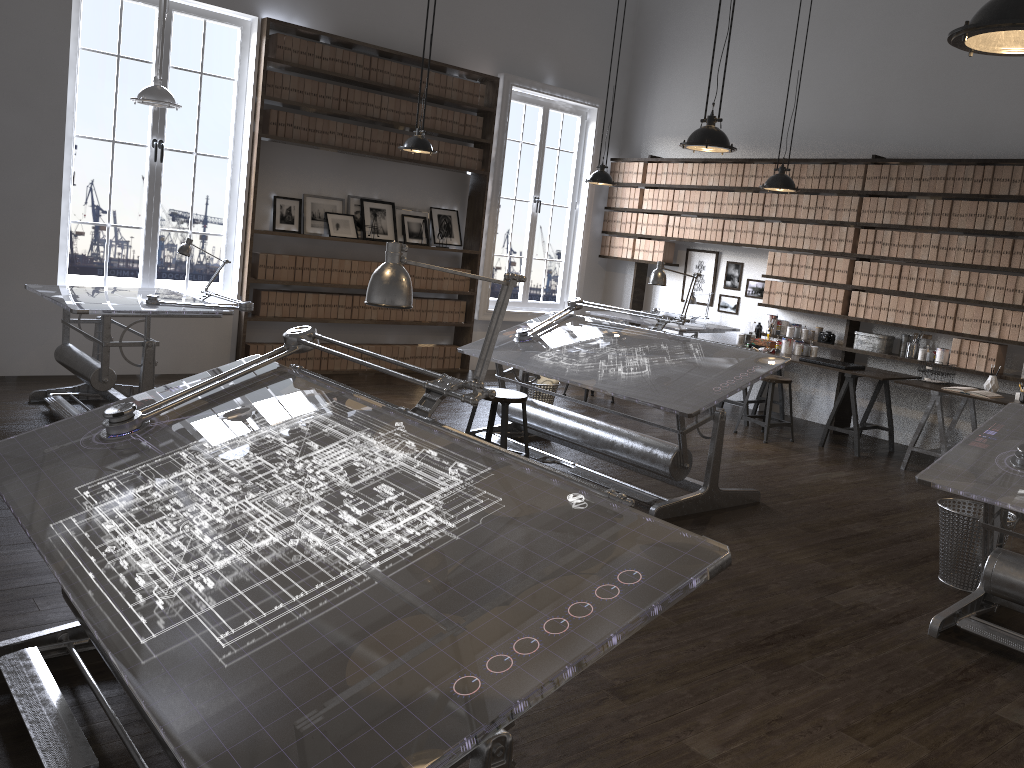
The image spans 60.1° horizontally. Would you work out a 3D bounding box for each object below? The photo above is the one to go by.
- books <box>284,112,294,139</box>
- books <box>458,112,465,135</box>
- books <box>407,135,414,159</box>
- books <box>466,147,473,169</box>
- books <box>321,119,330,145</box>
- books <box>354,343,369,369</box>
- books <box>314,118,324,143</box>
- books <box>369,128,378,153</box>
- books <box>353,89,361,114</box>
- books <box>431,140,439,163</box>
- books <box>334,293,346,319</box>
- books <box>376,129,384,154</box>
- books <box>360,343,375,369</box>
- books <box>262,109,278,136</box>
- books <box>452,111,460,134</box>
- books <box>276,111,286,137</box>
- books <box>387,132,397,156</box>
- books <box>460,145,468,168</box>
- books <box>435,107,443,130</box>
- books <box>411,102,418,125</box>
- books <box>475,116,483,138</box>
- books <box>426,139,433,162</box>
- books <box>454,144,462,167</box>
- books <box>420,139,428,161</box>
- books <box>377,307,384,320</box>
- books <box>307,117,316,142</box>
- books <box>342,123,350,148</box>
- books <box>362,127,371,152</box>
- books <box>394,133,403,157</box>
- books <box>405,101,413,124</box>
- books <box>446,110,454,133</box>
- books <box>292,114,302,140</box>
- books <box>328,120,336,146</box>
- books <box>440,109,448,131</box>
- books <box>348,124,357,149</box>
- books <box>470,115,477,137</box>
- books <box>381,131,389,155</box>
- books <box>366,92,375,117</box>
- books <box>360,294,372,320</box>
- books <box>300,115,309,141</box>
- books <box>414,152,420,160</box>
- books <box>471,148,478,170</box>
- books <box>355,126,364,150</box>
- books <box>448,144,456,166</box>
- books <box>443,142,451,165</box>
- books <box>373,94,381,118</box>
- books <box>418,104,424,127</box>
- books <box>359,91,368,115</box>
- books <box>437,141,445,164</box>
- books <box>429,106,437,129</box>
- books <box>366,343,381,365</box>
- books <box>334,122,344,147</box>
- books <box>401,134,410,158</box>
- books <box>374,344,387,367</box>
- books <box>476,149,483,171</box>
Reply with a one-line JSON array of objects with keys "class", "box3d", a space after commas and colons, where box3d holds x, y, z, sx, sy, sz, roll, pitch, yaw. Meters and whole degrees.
[{"class": "books", "box3d": [-1.975, -2.244, 7.706, 0.066, 0.224, 0.176, 1, 9, -40]}, {"class": "books", "box3d": [-0.553, -2.586, 8.834, 0.066, 0.224, 0.176, 1, 9, -40]}, {"class": "books", "box3d": [-1.011, -2.269, 8.513, 0.066, 0.224, 0.175, 1, 9, -40]}, {"class": "books", "box3d": [-0.479, -2.282, 8.951, 0.067, 0.224, 0.176, 1, 9, -40]}, {"class": "books", "box3d": [-1.708, -2.250, 7.927, 0.066, 0.224, 0.176, 1, 9, -40]}, {"class": "books", "box3d": [-1.464, -0.266, 8.539, 0.067, 0.224, 0.176, 1, 9, -40]}, {"class": "books", "box3d": [-1.756, -2.248, 7.881, 0.067, 0.224, 0.176, 1, 9, -40]}, {"class": "books", "box3d": [-1.329, -2.259, 8.238, 0.067, 0.224, 0.176, 1, 9, -40]}, {"class": "books", "box3d": [-1.454, -2.562, 8.076, 0.066, 0.224, 0.176, 1, 9, -40]}, {"class": "books", "box3d": [-0.804, -2.274, 8.683, 0.066, 0.224, 0.176, 1, 9, -40]}, {"class": "books", "box3d": [-1.636, -0.734, 8.298, 0.066, 0.224, 0.175, 1, 9, -40]}, {"class": "books", "box3d": [-1.283, -2.261, 8.282, 0.066, 0.224, 0.176, 1, 9, -40]}, {"class": "books", "box3d": [-1.410, -0.268, 8.587, 0.066, 0.224, 0.176, 1, 9, -40]}, {"class": "books", "box3d": [-2.089, -2.240, 7.610, 0.066, 0.224, 0.176, 1, 9, -40]}, {"class": "books", "box3d": [-0.605, -2.584, 8.785, 0.066, 0.224, 0.175, 1, 9, -40]}, {"class": "books", "box3d": [-2.029, -2.241, 7.653, 0.067, 0.224, 0.176, 1, 9, -40]}, {"class": "books", "box3d": [-1.174, -2.264, 8.370, 0.067, 0.224, 0.176, 1, 9, -40]}, {"class": "books", "box3d": [-0.530, -2.280, 8.908, 0.066, 0.224, 0.176, 1, 9, -40]}, {"class": "books", "box3d": [-0.764, -2.579, 8.649, 0.067, 0.224, 0.176, 1, 9, -40]}, {"class": "books", "box3d": [-0.976, -2.575, 8.478, 0.066, 0.224, 0.176, 1, 9, -40]}, {"class": "books", "box3d": [-0.379, -2.591, 8.977, 0.066, 0.224, 0.176, 1, 9, -40]}, {"class": "books", "box3d": [-0.853, -2.273, 8.644, 0.066, 0.224, 0.176, 1, 9, -40]}, {"class": "books", "box3d": [-0.588, -2.280, 8.864, 0.066, 0.224, 0.175, 1, 9, -40]}, {"class": "books", "box3d": [-0.902, -2.271, 8.597, 0.067, 0.224, 0.176, 1, 9, -40]}, {"class": "books", "box3d": [-1.312, -0.743, 8.577, 0.066, 0.224, 0.175, 1, 9, -40]}, {"class": "books", "box3d": [-1.811, -2.248, 7.842, 0.066, 0.224, 0.176, 1, 9, -40]}, {"class": "books", "box3d": [-1.550, -2.254, 8.060, 0.066, 0.224, 0.176, 1, 9, -40]}, {"class": "books", "box3d": [-1.385, -2.258, 8.192, 0.066, 0.224, 0.176, 1, 9, -40]}, {"class": "books", "box3d": [-1.121, -2.266, 8.422, 0.066, 0.224, 0.176, 1, 9, -40]}, {"class": "books", "box3d": [-1.031, -2.574, 8.435, 0.066, 0.224, 0.175, 1, 9, -40]}, {"class": "books", "box3d": [-0.662, -2.583, 8.743, 0.066, 0.224, 0.175, 1, 9, -40]}, {"class": "books", "box3d": [-1.917, -2.244, 7.748, 0.066, 0.224, 0.175, 1, 9, -40]}, {"class": "books", "box3d": [-1.659, -2.251, 7.967, 0.066, 0.224, 0.176, 1, 9, -40]}, {"class": "books", "box3d": [-0.716, -2.582, 8.697, 0.066, 0.224, 0.176, 1, 9, -40]}, {"class": "books", "box3d": [-1.498, -2.256, 8.106, 0.066, 0.224, 0.175, 1, 9, -40]}, {"class": "books", "box3d": [-0.439, -2.589, 8.930, 0.066, 0.224, 0.176, 1, 9, -40]}, {"class": "books", "box3d": [-1.235, -2.263, 8.326, 0.066, 0.224, 0.176, 1, 9, -40]}, {"class": "books", "box3d": [-1.347, -2.564, 8.160, 0.066, 0.224, 0.176, 1, 9, -40]}, {"class": "books", "box3d": [-1.416, -0.739, 8.480, 0.066, 0.224, 0.176, 1, 9, -40]}, {"class": "books", "box3d": [-1.866, -2.246, 7.796, 0.066, 0.224, 0.175, 1, 9, -40]}, {"class": "books", "box3d": [-0.957, -2.270, 8.558, 0.066, 0.224, 0.176, 1, 9, -40]}, {"class": "books", "box3d": [-0.434, -2.284, 8.995, 0.066, 0.224, 0.176, 1, 9, -40]}, {"class": "books", "box3d": [-1.442, -2.257, 8.148, 0.066, 0.224, 0.175, 1, 9, -40]}, {"class": "books", "box3d": [-0.644, -2.279, 8.822, 0.066, 0.224, 0.175, 1, 9, -40]}, {"class": "books", "box3d": [-0.696, -2.277, 8.776, 0.066, 0.224, 0.176, 1, 9, -40]}, {"class": "books", "box3d": [-1.294, -2.566, 8.209, 0.066, 0.224, 0.175, 1, 9, -40]}, {"class": "books", "box3d": [-0.920, -2.576, 8.520, 0.067, 0.224, 0.176, 1, 9, -40]}, {"class": "books", "box3d": [-1.402, -2.563, 8.114, 0.067, 0.224, 0.176, 1, 9, -40]}, {"class": "books", "box3d": [-0.748, -2.275, 8.728, 0.067, 0.224, 0.176, 1, 9, -40]}, {"class": "books", "box3d": [-0.818, -2.579, 8.610, 0.066, 0.224, 0.176, 1, 9, -40]}, {"class": "books", "box3d": [-1.363, -0.270, 8.629, 0.066, 0.224, 0.176, 1, 9, -40]}, {"class": "books", "box3d": [-1.602, -2.252, 8.012, 0.067, 0.224, 0.176, 1, 9, -40]}, {"class": "books", "box3d": [-1.063, -2.267, 8.464, 0.066, 0.224, 0.175, 1, 9, -40]}, {"class": "books", "box3d": [-1.309, -0.270, 8.668, 0.067, 0.224, 0.176, 1, 9, -40]}, {"class": "books", "box3d": [-0.381, -2.285, 9.040, 0.066, 0.224, 0.176, 1, 9, -40]}]
